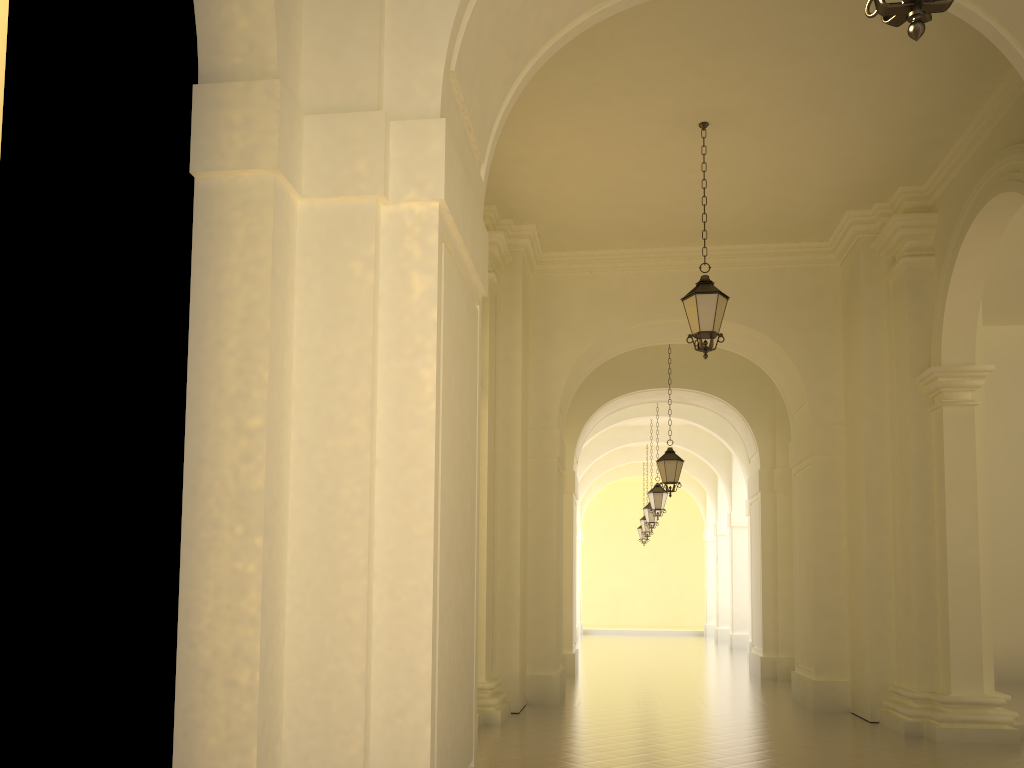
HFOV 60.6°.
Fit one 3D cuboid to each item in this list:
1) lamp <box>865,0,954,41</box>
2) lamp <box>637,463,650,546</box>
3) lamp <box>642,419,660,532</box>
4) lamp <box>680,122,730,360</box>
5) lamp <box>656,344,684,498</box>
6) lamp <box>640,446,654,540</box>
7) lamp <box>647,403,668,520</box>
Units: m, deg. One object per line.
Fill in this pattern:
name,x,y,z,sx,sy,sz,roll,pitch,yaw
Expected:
lamp,1.239,-2.664,2.777,0.443,3.266,0.515,2,-5,-23
lamp,4.821,4.278,31.994,0.510,3.266,0.448,0,-5,7
lamp,3.895,2.484,24.443,0.510,3.266,0.448,0,-5,7
lamp,2.030,-1.514,9.231,0.444,2.532,0.515,-3,-6,37
lamp,2.809,0.380,15.588,0.443,3.266,0.515,2,-5,-23
lamp,4.359,3.384,28.230,0.510,3.266,0.448,0,-5,7
lamp,3.422,1.568,20.586,0.510,3.266,0.448,0,-5,7
